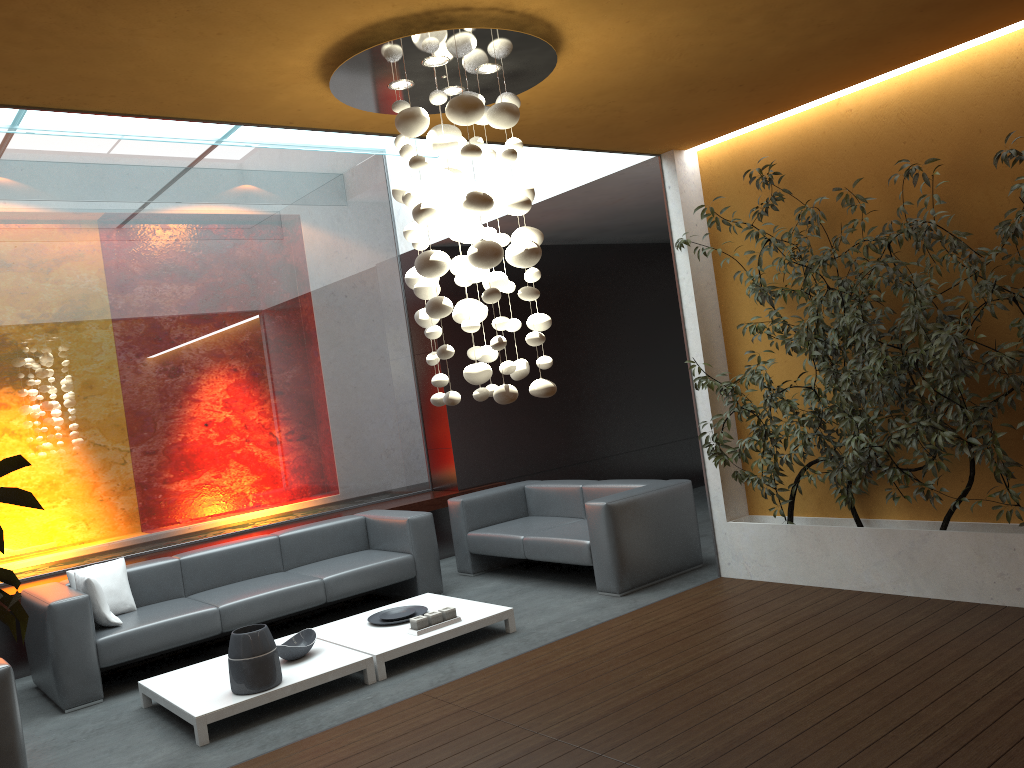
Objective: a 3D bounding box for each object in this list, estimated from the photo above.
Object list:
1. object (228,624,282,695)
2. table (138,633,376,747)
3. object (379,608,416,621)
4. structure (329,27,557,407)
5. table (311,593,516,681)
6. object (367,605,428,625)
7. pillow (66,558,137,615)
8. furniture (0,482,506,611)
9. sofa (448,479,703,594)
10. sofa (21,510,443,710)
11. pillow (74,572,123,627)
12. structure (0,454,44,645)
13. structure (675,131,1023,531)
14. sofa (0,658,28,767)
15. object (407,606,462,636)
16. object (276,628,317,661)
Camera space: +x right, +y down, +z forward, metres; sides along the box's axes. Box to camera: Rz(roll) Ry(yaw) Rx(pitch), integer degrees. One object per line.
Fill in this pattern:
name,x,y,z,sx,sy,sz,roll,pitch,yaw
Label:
object,-1.376,1.455,4.716,0.265,0.309,0.265,-8,0,24
table,-1.465,1.701,5.063,1.000,0.150,1.000,-8,0,-38
object,-0.742,1.506,5.770,0.239,0.027,0.239,-8,0,23
structure,-0.199,-0.664,3.902,1.002,1.529,1.002,-8,0,10
table,-0.676,1.590,5.694,1.000,0.150,1.000,-8,0,-38
object,-0.742,1.510,5.770,0.394,0.027,0.394,-8,0,-22
pillow,-2.749,1.387,5.942,0.376,0.361,0.169,-8,0,-40
furniture,-2.566,1.387,7.227,6.000,0.109,0.600,-8,0,-38
sofa,0.436,1.160,7.130,0.943,0.652,2.025,-8,0,-38
sofa,-1.905,1.493,6.415,2.781,0.652,0.943,-8,0,-38
pillow,-2.661,1.375,5.670,0.186,0.358,0.376,-8,0,-40
structure,-1.594,0.260,1.852,0.622,2.483,3.166,-8,0,-39
structure,2.232,-0.280,4.892,0.622,2.483,3.166,-8,0,-39
sofa,-3.075,1.656,4.321,0.943,0.652,2.025,-8,0,-38
object,-0.478,1.437,5.412,0.326,0.097,0.118,-8,0,-38
object,-1.264,1.534,5.169,0.223,0.125,0.317,-8,0,18
